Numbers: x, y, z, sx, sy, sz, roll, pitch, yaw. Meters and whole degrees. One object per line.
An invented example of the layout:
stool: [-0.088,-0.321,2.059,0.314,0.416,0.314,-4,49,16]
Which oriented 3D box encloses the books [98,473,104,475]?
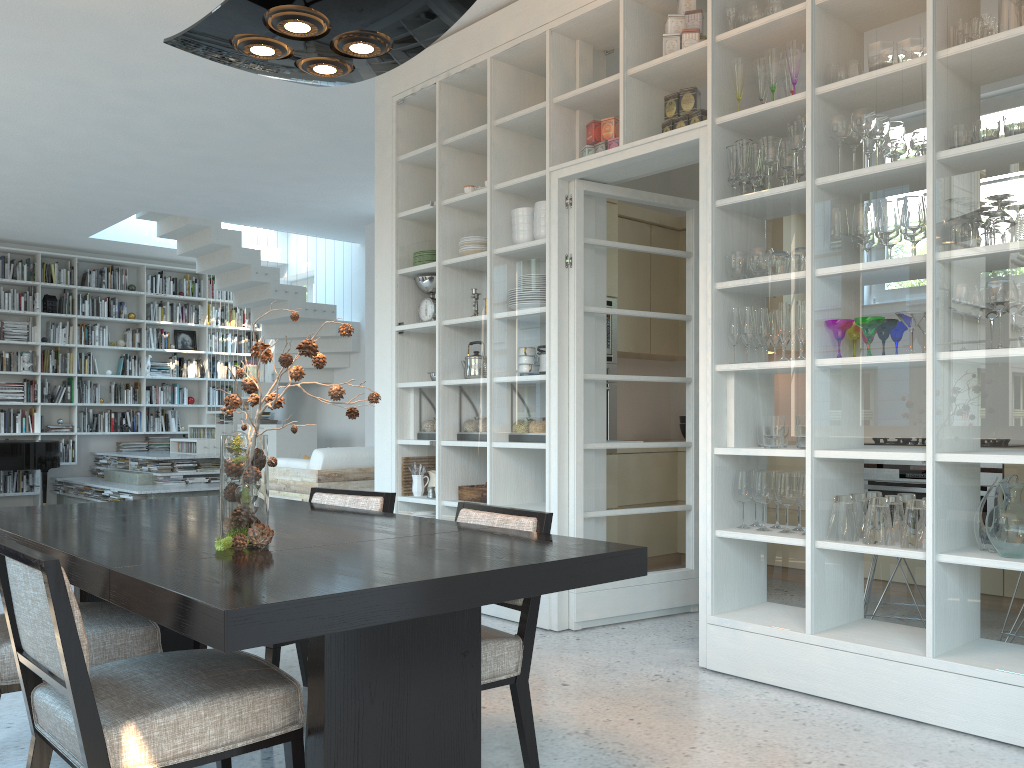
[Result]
books: [-5.111,0.792,11.181,0.182,0.017,0.180,-1,-1,45]

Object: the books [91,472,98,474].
books: [-5.313,0.797,11.418,0.170,0.012,0.215,1,-1,-42]

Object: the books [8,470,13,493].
books: [-6.089,0.841,10.726,0.011,0.293,0.184,2,-2,-42]

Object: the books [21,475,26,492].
books: [-5.989,0.886,10.819,0.022,0.205,0.191,1,-2,-42]

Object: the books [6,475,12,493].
books: [-6.103,0.882,10.711,0.029,0.210,0.170,1,-2,-42]

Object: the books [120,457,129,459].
books: [-4.666,0.565,10.773,0.139,0.028,0.261,1,-1,-37]

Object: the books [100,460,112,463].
books: [-5.078,0.635,11.196,0.237,0.030,0.189,-1,-1,45]

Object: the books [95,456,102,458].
books: [-5.263,0.591,11.422,0.246,0.011,0.159,-1,-1,45]

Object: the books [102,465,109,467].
books: [-5.069,0.696,11.202,0.173,0.017,0.233,1,-1,-43]

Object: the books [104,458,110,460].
books: [-5.065,0.607,11.209,0.143,0.012,0.263,1,-1,-37]

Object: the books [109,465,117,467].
books: [-4.873,0.684,10.970,0.190,0.012,0.235,1,-1,-44]

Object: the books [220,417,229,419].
books: [-3.710,0.097,11.576,0.181,0.022,0.140,-1,-1,41]

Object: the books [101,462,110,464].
books: [-5.068,0.654,11.205,0.163,0.008,0.294,1,-1,-44]

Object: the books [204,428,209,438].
books: [-3.780,0.283,11.047,0.125,0.125,0.011,1,-2,-42]

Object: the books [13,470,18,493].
books: [-6.043,0.829,10.760,0.013,0.317,0.186,2,-2,-42]

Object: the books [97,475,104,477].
books: [-5.115,0.818,11.176,0.186,0.009,0.261,1,-1,-39]

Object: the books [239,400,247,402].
books: [-3.324,-0.128,11.215,0.234,0.025,0.157,0,-1,-5]

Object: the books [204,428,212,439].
books: [-3.773,0.282,11.039,0.125,0.125,0.009,1,-2,-42]

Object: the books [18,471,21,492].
books: [-6.019,0.859,10.792,0.011,0.258,0.171,2,-2,-42]

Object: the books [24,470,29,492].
books: [-5.958,0.861,10.852,0.012,0.256,0.176,2,-2,-42]

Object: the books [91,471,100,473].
books: [-5.310,0.785,11.420,0.158,0.012,0.278,1,-1,-43]

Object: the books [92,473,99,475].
books: [-5.305,0.810,11.425,0.147,0.014,0.292,1,-1,-42]

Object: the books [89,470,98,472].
books: [-5.320,0.770,11.412,0.184,0.006,0.262,1,-1,-41]

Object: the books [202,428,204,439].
books: [-3.816,0.283,11.086,0.125,0.125,0.008,1,-2,-42]

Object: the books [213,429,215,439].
books: [-3.588,0.282,10.835,0.125,0.123,0.035,1,-2,-42]

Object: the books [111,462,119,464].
books: [-4.858,0.646,10.985,0.154,0.018,0.220,1,-1,-43]

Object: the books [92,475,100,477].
books: [-5.312,0.831,11.418,0.163,0.019,0.187,1,-1,-43]

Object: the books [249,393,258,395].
books: [-3.296,-0.218,11.521,0.182,0.013,0.287,0,-1,-28]

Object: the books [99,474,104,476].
books: [-5.101,0.807,11.189,0.160,0.014,0.267,1,-1,-43]

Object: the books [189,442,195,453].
books: [-3.955,0.456,11.014,0.125,0.125,0.010,1,-2,-42]

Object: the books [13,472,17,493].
books: [-6.062,0.862,10.737,0.044,0.251,0.186,1,-2,-42]

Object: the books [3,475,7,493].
books: [-6.154,0.881,10.700,0.040,0.212,0.129,1,-2,-42]

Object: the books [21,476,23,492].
books: [-6.013,0.893,10.811,0.024,0.191,0.155,1,-2,-42]

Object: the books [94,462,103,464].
books: [-5.269,0.667,11.415,0.175,0.017,0.265,1,-1,-39]

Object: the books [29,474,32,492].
books: [-5.938,0.880,10.861,0.029,0.218,0.190,1,-2,-42]

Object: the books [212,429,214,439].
books: [-3.609,0.282,10.858,0.125,0.123,0.035,1,-2,-42]

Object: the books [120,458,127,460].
books: [-4.658,0.586,10.780,0.128,0.013,0.296,1,-1,-44]

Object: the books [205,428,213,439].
books: [-3.756,0.282,11.020,0.125,0.125,0.013,1,-2,-42]

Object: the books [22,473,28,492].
books: [-5.979,0.875,10.844,0.028,0.228,0.162,1,-2,-42]

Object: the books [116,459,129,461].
books: [-4.677,0.596,10.762,0.186,0.009,0.261,1,-1,-43]

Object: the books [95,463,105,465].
books: [-5.263,0.684,11.420,0.163,0.017,0.232,1,-1,-40]

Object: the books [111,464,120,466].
books: [-4.866,0.666,10.977,0.164,0.023,0.242,1,-1,-38]

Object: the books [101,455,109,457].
books: [-5.073,0.566,11.203,0.193,0.020,0.171,-1,-1,43]

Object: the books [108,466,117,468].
books: [-4.869,0.696,10.973,0.183,0.012,0.296,1,-1,-43]

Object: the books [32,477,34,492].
books: [-5.928,0.899,10.887,0.023,0.182,0.148,1,-2,-42]

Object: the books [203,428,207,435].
books: [-3.800,0.283,11.069,0.125,0.125,0.008,1,-2,-42]

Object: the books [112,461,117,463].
books: [-4.855,0.630,10.988,0.150,0.013,0.215,1,-1,-42]

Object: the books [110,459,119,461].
books: [-4.863,0.607,10.982,0.167,0.008,0.234,1,-1,-43]

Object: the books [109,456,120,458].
books: [-4.868,0.572,10.978,0.243,0.015,0.164,-1,-1,43]

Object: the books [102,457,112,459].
books: [-5.066,0.592,11.208,0.163,0.018,0.289,1,-1,-43]

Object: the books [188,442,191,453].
books: [-3.976,0.456,11.037,0.125,0.125,0.008,1,-2,-42]

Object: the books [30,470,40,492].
books: [-5.859,0.855,10.858,0.038,0.269,0.277,1,-2,-42]

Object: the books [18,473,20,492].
books: [-6.044,0.869,10.790,0.028,0.239,0.140,1,-2,-42]

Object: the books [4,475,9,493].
books: [-6.114,0.884,10.694,0.010,0.206,0.179,2,-2,-42]

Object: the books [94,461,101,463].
books: [-5.266,0.653,11.418,0.179,0.012,0.261,1,-1,-42]

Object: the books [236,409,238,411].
books: [-3.569,-0.009,11.683,0.190,0.018,0.287,1,-1,-43]
